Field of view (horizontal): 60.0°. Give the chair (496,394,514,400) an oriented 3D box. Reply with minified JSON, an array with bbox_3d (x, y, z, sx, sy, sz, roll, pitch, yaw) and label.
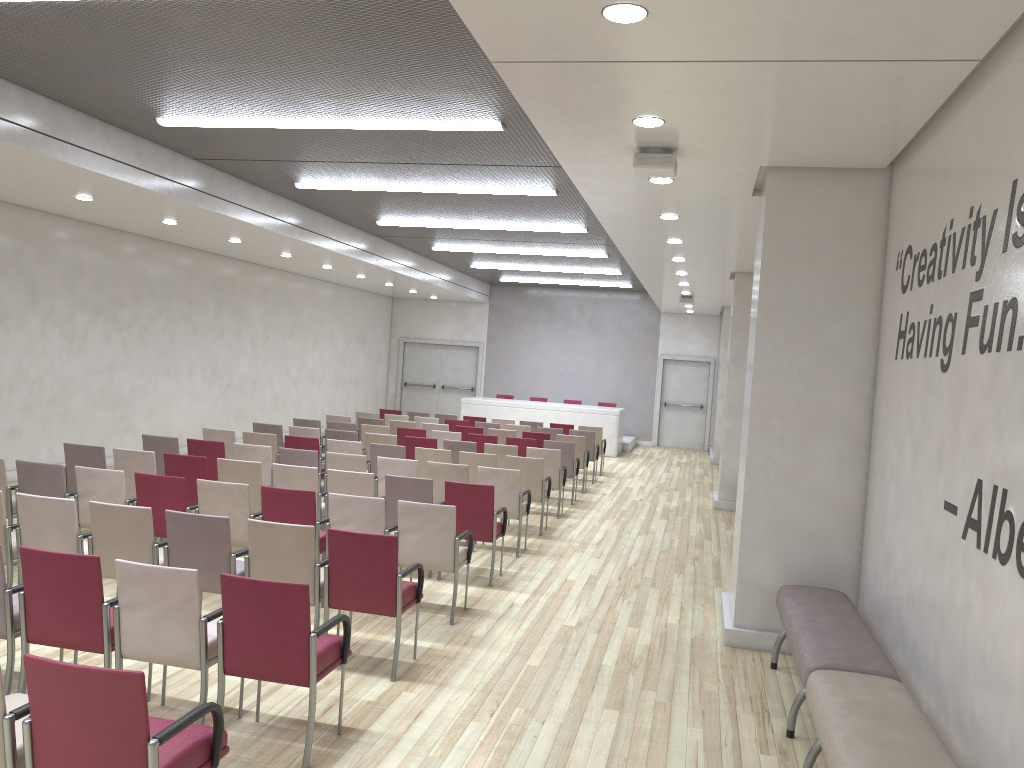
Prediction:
[{"bbox_3d":[-0.257,0.718,22.036,0.513,0.890,0.640,4,2,11],"label":"chair"}]

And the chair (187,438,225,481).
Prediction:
[{"bbox_3d":[-3.298,1.049,9.919,0.513,0.890,0.640,4,2,12],"label":"chair"}]

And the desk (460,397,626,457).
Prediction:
[{"bbox_3d":[0.725,0.971,20.696,3.652,1.042,1.456,4,2,12],"label":"desk"}]

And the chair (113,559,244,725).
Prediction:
[{"bbox_3d":[-1.666,1.300,4.526,0.513,0.890,0.640,4,2,13],"label":"chair"}]

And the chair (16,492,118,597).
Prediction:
[{"bbox_3d":[-3.003,1.169,6.066,0.513,0.890,0.640,4,2,13],"label":"chair"}]

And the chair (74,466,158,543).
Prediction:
[{"bbox_3d":[-3.276,1.115,7.402,0.513,0.890,0.640,4,2,13],"label":"chair"}]

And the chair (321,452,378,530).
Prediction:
[{"bbox_3d":[-1.703,1.168,9.566,0.513,0.890,0.640,4,2,12],"label":"chair"}]

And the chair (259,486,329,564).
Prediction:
[{"bbox_3d":[-1.677,1.234,7.052,0.513,0.890,0.640,4,2,12],"label":"chair"}]

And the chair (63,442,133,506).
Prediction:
[{"bbox_3d":[-4.094,1.022,8.835,0.513,0.890,0.640,4,2,12],"label":"chair"}]

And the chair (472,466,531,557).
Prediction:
[{"bbox_3d":[-0.095,1.287,9.226,0.513,0.890,0.640,4,2,13],"label":"chair"}]

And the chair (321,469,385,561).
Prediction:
[{"bbox_3d":[-1.418,1.221,8.248,0.513,0.890,0.640,4,2,12],"label":"chair"}]

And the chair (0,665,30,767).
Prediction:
[{"bbox_3d":[-1.913,1.314,3.323,0.513,0.890,0.640,4,2,13],"label":"chair"}]

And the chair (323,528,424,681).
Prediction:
[{"bbox_3d":[-0.866,1.327,5.616,0.513,0.890,0.640,4,2,13],"label":"chair"}]

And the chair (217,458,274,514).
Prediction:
[{"bbox_3d":[-2.491,1.142,8.479,0.513,0.890,0.640,4,2,12],"label":"chair"}]

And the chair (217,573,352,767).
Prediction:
[{"bbox_3d":[-1.119,1.341,4.404,0.513,0.890,0.640,4,2,12],"label":"chair"}]

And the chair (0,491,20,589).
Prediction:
[{"bbox_3d":[-3.545,1.128,6.188,0.513,0.890,0.640,4,2,13],"label":"chair"}]

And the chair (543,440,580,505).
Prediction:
[{"bbox_3d":[0.696,1.249,12.830,0.513,0.890,0.640,4,2,11],"label":"chair"}]

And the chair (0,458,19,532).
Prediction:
[{"bbox_3d":[-4.351,1.036,7.623,0.513,0.890,0.640,4,2,13],"label":"chair"}]

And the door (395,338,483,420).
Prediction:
[{"bbox_3d":[-2.003,0.007,24.392,2.373,2.400,0.200,4,2,12],"label":"door"}]

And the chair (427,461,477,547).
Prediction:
[{"bbox_3d":[-0.621,1.248,9.343,0.513,0.890,0.640,4,2,12],"label":"chair"}]

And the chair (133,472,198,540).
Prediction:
[{"bbox_3d":[-2.742,1.155,7.279,0.513,0.890,0.640,4,2,13],"label":"chair"}]

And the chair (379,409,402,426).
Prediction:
[{"bbox_3d":[-2.290,0.930,17.240,0.513,0.890,0.640,4,2,12],"label":"chair"}]

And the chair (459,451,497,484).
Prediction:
[{"bbox_3d":[-0.366,1.235,10.534,0.513,0.890,0.640,4,2,11],"label":"chair"}]

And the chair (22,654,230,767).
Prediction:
[{"bbox_3d":[-1.379,1.354,3.203,0.513,0.890,0.640,4,2,11],"label":"chair"}]

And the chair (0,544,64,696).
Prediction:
[{"bbox_3d":[-2.738,1.220,4.766,0.513,0.890,0.640,4,2,12],"label":"chair"}]

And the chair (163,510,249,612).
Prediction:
[{"bbox_3d":[-1.935,1.248,5.837,0.513,0.890,0.640,4,2,13],"label":"chair"}]

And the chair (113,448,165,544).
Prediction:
[{"bbox_3d":[-3.556,1.062,8.704,0.513,0.890,0.640,4,2,12],"label":"chair"}]

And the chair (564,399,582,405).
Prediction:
[{"bbox_3d":[1.417,0.843,21.677,0.513,0.890,0.640,4,2,11],"label":"chair"}]

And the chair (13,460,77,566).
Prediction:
[{"bbox_3d":[-3.817,1.075,7.515,0.513,0.890,0.640,4,2,13],"label":"chair"}]

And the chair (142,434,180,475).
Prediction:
[{"bbox_3d":[-3.832,1.009,10.033,0.513,0.890,0.640,4,2,12],"label":"chair"}]

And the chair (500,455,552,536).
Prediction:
[{"bbox_3d":[0.174,1.275,10.434,0.513,0.890,0.640,4,2,12],"label":"chair"}]

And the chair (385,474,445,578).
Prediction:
[{"bbox_3d":[-0.879,1.261,8.144,0.513,0.890,0.640,4,2,13],"label":"chair"}]

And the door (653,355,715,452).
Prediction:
[{"bbox_3d":[4.456,0.488,23.003,1.400,2.400,0.200,4,2,12],"label":"door"}]

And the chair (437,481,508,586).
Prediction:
[{"bbox_3d":[-0.338,1.302,8.009,0.513,0.890,0.640,4,2,12],"label":"chair"}]

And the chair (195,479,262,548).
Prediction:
[{"bbox_3d":[-2.207,1.195,7.159,0.513,0.890,0.640,4,2,12],"label":"chair"}]

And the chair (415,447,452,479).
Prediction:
[{"bbox_3d":[-0.894,1.195,10.663,0.513,0.890,0.640,4,2,12],"label":"chair"}]

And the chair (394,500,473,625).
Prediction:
[{"bbox_3d":[-0.599,1.315,6.817,0.513,0.890,0.640,4,2,12],"label":"chair"}]

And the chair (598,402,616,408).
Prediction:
[{"bbox_3d":[2.254,0.905,21.497,0.513,0.890,0.640,4,2,11],"label":"chair"}]

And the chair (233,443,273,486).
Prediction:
[{"bbox_3d":[-2.755,1.089,9.806,0.513,0.890,0.640,4,2,12],"label":"chair"}]

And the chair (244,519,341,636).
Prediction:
[{"bbox_3d":[-1.391,1.288,5.734,0.513,0.890,0.640,4,2,11],"label":"chair"}]

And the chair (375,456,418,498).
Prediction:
[{"bbox_3d":[-1.148,1.209,9.456,0.513,0.890,0.640,4,2,13],"label":"chair"}]

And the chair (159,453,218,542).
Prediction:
[{"bbox_3d":[-3.027,1.102,8.587,0.513,0.890,0.640,4,2,12],"label":"chair"}]

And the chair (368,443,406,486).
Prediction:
[{"bbox_3d":[-1.433,1.155,10.768,0.513,0.890,0.640,4,2,13],"label":"chair"}]

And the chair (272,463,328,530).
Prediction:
[{"bbox_3d":[-1.943,1.182,8.372,0.513,0.890,0.640,4,2,13],"label":"chair"}]

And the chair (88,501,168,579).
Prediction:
[{"bbox_3d":[-2.479,1.207,5.965,0.513,0.890,0.640,4,2,11],"label":"chair"}]

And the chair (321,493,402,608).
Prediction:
[{"bbox_3d":[-1.135,1.275,6.936,0.513,0.890,0.640,4,2,11],"label":"chair"}]

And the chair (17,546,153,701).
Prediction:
[{"bbox_3d":[-2.199,1.260,4.653,0.513,0.890,0.640,4,2,11],"label":"chair"}]

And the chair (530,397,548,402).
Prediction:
[{"bbox_3d":[0.580,0.781,21.857,0.513,0.890,0.640,4,2,11],"label":"chair"}]

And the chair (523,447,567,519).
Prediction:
[{"bbox_3d":[0.433,1.262,11.627,0.513,0.890,0.640,4,2,11],"label":"chair"}]

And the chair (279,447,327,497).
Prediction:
[{"bbox_3d":[-2.230,1.129,9.676,0.513,0.890,0.640,4,2,12],"label":"chair"}]
